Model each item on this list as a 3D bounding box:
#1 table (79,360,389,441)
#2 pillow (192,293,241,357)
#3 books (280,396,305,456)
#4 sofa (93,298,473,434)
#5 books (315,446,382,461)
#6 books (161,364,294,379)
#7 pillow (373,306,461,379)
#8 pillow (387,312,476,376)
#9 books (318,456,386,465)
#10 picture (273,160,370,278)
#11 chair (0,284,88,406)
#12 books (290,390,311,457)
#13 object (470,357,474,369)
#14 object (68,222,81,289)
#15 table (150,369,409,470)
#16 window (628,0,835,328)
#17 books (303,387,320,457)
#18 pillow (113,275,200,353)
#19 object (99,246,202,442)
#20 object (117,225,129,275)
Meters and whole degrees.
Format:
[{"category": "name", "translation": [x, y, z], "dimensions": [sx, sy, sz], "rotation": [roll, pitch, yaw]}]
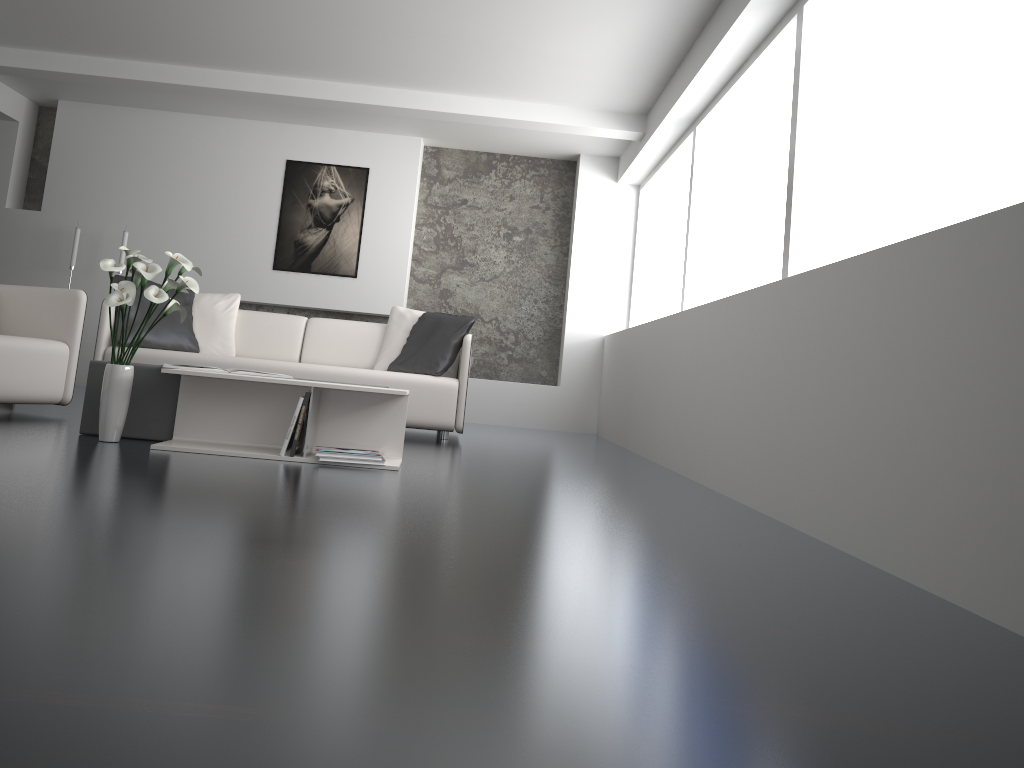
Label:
[{"category": "table", "translation": [-1.207, 0.113, 3.937], "dimensions": [1.256, 0.318, 0.296], "rotation": [5, -3, -4]}, {"category": "pillow", "translation": [-2.102, -0.391, 5.830], "dimensions": [0.583, 0.505, 0.321], "rotation": [6, -5, -13]}, {"category": "books", "translation": [-0.883, 0.167, 3.606], "dimensions": [0.069, 0.241, 0.225], "rotation": [6, -3, -4]}, {"category": "sofa", "translation": [-1.409, -0.133, 5.760], "dimensions": [2.236, 0.668, 0.913], "rotation": [5, -2, -4]}, {"category": "books", "translation": [-0.670, 0.283, 3.600], "dimensions": [0.262, 0.017, 0.226], "rotation": [5, 0, -12]}, {"category": "books", "translation": [-1.280, -0.062, 3.951], "dimensions": [0.545, 0.017, 0.357], "rotation": [5, 0, -22]}, {"category": "pillow", "translation": [-0.605, -0.267, 5.953], "dimensions": [0.587, 0.513, 0.295], "rotation": [5, -5, 2]}, {"category": "pillow", "translation": [-0.498, -0.260, 5.700], "dimensions": [0.552, 0.441, 0.329], "rotation": [3, -5, 43]}, {"category": "books", "translation": [-0.653, 0.301, 3.582], "dimensions": [0.262, 0.017, 0.212], "rotation": [5, 0, -12]}, {"category": "picture", "translation": [-1.699, -1.475, 7.853], "dimensions": [0.745, 1.017, 0.004], "rotation": [6, -7, -2]}, {"category": "chair", "translation": [-2.832, -0.264, 4.469], "dimensions": [0.921, 0.669, 0.759], "rotation": [5, -3, 22]}, {"category": "books", "translation": [-0.853, 0.158, 3.612], "dimensions": [0.050, 0.266, 0.232], "rotation": [6, -4, -5]}, {"category": "object", "translation": [-0.457, -0.157, 7.887], "dimensions": [0.215, 0.192, 0.214], "rotation": [6, -3, -8]}, {"category": "object", "translation": [-3.784, -0.690, 7.483], "dimensions": [0.180, 1.412, 0.178], "rotation": [6, -6, -2]}, {"category": "table", "translation": [-0.930, 0.140, 3.640], "dimensions": [0.967, 0.318, 0.296], "rotation": [5, -3, -4]}, {"category": "window", "translation": [1.315, -1.070, 3.956], "dimensions": [0.110, 1.442, 7.998], "rotation": [6, 0, -2]}, {"category": "books", "translation": [-0.825, 0.150, 3.634], "dimensions": [0.007, 0.287, 0.203], "rotation": [6, -4, -5]}, {"category": "pillow", "translation": [-2.233, -0.435, 5.558], "dimensions": [0.278, 0.454, 0.560], "rotation": [1, -5, 42]}, {"category": "object", "translation": [-1.499, -0.158, 3.571], "dimensions": [0.376, 0.807, 0.444], "rotation": [7, -5, -19]}, {"category": "object", "translation": [-3.334, -0.647, 7.394], "dimensions": [0.180, 1.412, 0.178], "rotation": [6, -6, -2]}]
